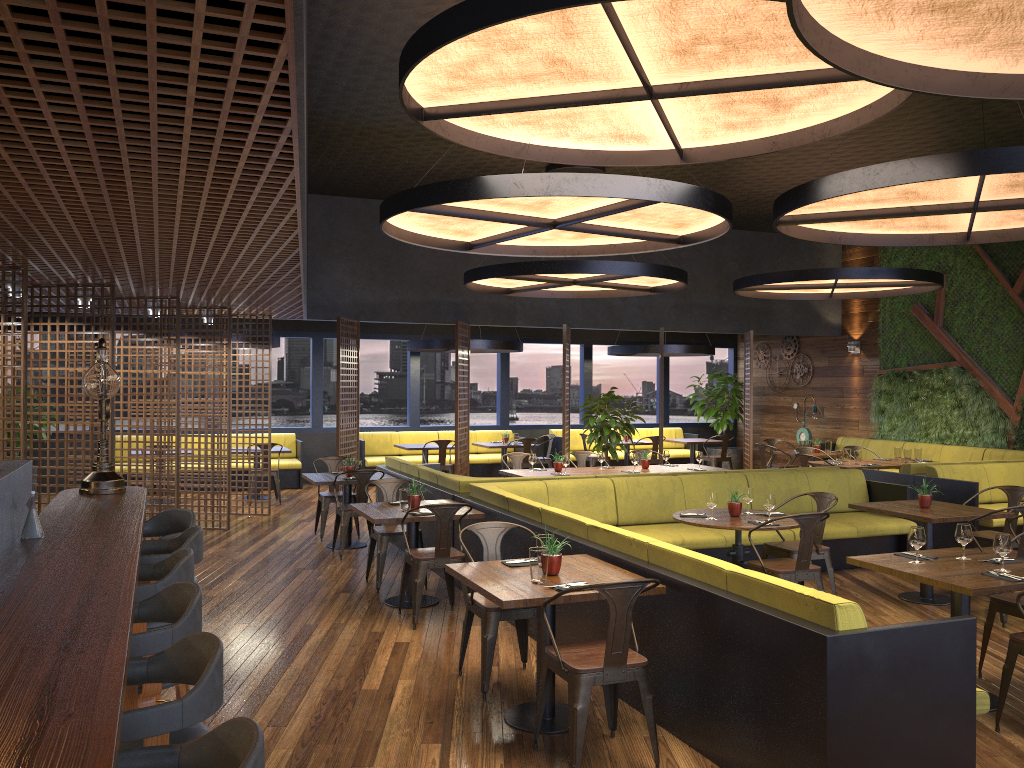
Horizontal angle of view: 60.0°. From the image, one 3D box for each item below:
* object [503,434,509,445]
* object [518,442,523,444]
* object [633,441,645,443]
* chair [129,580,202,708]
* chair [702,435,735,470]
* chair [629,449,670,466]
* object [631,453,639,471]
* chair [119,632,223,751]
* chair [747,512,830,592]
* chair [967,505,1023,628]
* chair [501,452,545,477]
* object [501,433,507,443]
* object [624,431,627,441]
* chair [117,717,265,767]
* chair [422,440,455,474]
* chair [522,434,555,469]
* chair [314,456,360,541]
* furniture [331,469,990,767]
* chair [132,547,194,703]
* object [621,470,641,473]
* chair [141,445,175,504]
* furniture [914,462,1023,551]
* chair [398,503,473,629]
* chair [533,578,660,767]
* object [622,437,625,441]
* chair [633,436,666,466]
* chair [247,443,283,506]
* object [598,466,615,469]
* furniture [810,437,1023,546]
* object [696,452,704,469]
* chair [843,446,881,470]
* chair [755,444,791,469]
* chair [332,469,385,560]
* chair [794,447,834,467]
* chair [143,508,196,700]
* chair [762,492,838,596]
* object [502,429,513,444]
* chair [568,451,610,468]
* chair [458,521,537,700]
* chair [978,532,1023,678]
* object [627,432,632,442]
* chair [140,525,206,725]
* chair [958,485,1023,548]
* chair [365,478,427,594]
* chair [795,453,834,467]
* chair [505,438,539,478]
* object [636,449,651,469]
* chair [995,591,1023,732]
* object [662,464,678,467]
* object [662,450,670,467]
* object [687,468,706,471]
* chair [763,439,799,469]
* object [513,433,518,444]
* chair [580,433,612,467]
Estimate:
[{"bbox_3d":[-0.094,0.941,15.088,0.102,0.178,0.102,0,0,-36],"label":"object"},{"bbox_3d":[0.187,1.023,15.359,0.157,0.019,0.255,0,0,-22],"label":"object"},{"bbox_3d":[2.224,1.035,15.836,0.255,0.019,0.157,0,0,-22],"label":"object"},{"bbox_3d":[-1.319,1.249,3.101,0.438,1.048,0.483,0,0,-7],"label":"chair"},{"bbox_3d":[3.728,1.358,16.031,0.504,0.917,0.541,0,0,-21],"label":"chair"},{"bbox_3d":[1.822,1.342,11.722,0.504,0.917,0.541,0,0,-21],"label":"chair"},{"bbox_3d":[1.465,0.935,10.575,0.097,0.206,0.097,0,0,24],"label":"object"},{"bbox_3d":[-1.038,1.250,2.452,0.483,1.048,0.438,0,0,29],"label":"chair"},{"bbox_3d":[1.958,1.337,6.311,0.504,0.917,0.541,0,0,-21],"label":"chair"},{"bbox_3d":[3.781,1.348,6.822,0.504,0.917,0.541,0,0,-21],"label":"chair"},{"bbox_3d":[0.143,1.331,11.054,0.504,0.917,0.541,0,0,-21],"label":"chair"},{"bbox_3d":[-0.134,0.941,15.445,0.102,0.178,0.102,0,0,-36],"label":"object"},{"bbox_3d":[2.088,0.909,16.138,0.238,0.271,0.260,0,0,0],"label":"object"},{"bbox_3d":[-0.730,1.251,1.784,0.438,1.048,0.483,0,0,7],"label":"chair"},{"bbox_3d":[-1.164,1.327,14.088,0.504,0.917,0.541,0,0,-21],"label":"chair"},{"bbox_3d":[0.477,1.338,15.479,0.541,0.917,0.504,0,0,-21],"label":"chair"},{"bbox_3d":[-2.045,1.317,10.335,0.504,0.917,0.541,0,0,-21],"label":"chair"},{"bbox_3d":[1.784,1.341,7.854,4.895,0.914,7.462,0,0,-27],"label":"furniture"},{"bbox_3d":[-1.610,1.248,3.821,0.483,1.048,0.438,0,0,40],"label":"chair"},{"bbox_3d":[1.383,1.028,10.420,0.157,0.019,0.255,0,0,-21],"label":"object"},{"bbox_3d":[-4.986,1.302,12.570,0.504,0.917,0.541,0,0,-21],"label":"chair"},{"bbox_3d":[6.895,1.372,8.439,3.372,0.914,4.503,0,0,-22],"label":"furniture"},{"bbox_3d":[-0.573,1.322,6.687,0.504,0.917,0.541,0,0,-21],"label":"chair"},{"bbox_3d":[0.409,1.325,4.173,0.504,0.917,0.541,0,0,-21],"label":"chair"},{"bbox_3d":[2.079,0.955,16.321,0.102,0.178,0.102,0,0,-36],"label":"object"},{"bbox_3d":[2.399,1.349,15.503,0.504,0.917,0.541,0,0,-21],"label":"chair"},{"bbox_3d":[-3.657,1.311,13.098,0.504,0.917,0.541,0,0,-21],"label":"chair"},{"bbox_3d":[1.168,1.027,10.943,0.157,0.019,0.255,0,0,-21],"label":"object"},{"bbox_3d":[5.186,1.366,12.749,3.378,0.916,4.755,0,0,-22],"label":"furniture"},{"bbox_3d":[2.310,0.940,10.910,0.097,0.206,0.097,0,0,24],"label":"object"},{"bbox_3d":[5.057,1.362,12.747,0.504,0.917,0.541,0,0,-21],"label":"chair"},{"bbox_3d":[3.961,1.356,13.415,0.541,0.917,0.504,0,0,-21],"label":"chair"},{"bbox_3d":[-1.593,1.319,9.195,0.504,0.917,0.541,0,0,-21],"label":"chair"},{"bbox_3d":[4.249,1.357,12.427,0.504,0.917,0.541,0,0,-21],"label":"chair"},{"bbox_3d":[-2.005,1.247,4.967,0.438,1.048,0.483,0,0,-30],"label":"chair"},{"bbox_3d":[2.313,1.340,7.120,0.541,0.917,0.504,0,0,-21],"label":"chair"},{"bbox_3d":[-0.104,0.895,15.272,0.238,0.271,0.260,0,0,0],"label":"object"},{"bbox_3d":[0.985,1.336,11.389,0.504,0.917,0.541,0,0,-21],"label":"chair"},{"bbox_3d":[-0.050,1.324,5.331,0.504,0.917,0.541,0,0,-21],"label":"chair"},{"bbox_3d":[3.189,1.343,5.333,0.541,0.917,0.504,0,0,-21],"label":"chair"},{"bbox_3d":[2.118,0.955,15.965,0.102,0.178,0.102,0,0,-36],"label":"object"},{"bbox_3d":[-1.778,1.248,4.423,0.438,1.048,0.483,0,0,7],"label":"chair"},{"bbox_3d":[4.189,1.352,7.681,0.541,0.917,0.504,0,0,-21],"label":"chair"},{"bbox_3d":[-1.032,1.321,7.845,0.504,0.917,0.541,0,0,-21],"label":"chair"},{"bbox_3d":[3.961,1.354,11.496,0.541,0.917,0.504,0,0,-21],"label":"chair"},{"bbox_3d":[0.165,1.335,14.616,0.504,0.917,0.541,0,0,-21],"label":"chair"},{"bbox_3d":[1.628,0.901,10.871,0.238,0.271,0.260,0,0,0],"label":"object"},{"bbox_3d":[2.807,1.340,4.429,0.504,0.917,0.541,0,0,-21],"label":"chair"},{"bbox_3d":[2.012,1.033,11.279,0.157,0.019,0.255,0,0,-21],"label":"object"},{"bbox_3d":[1.932,0.938,11.125,0.097,0.206,0.097,0,0,24],"label":"object"},{"bbox_3d":[2.228,1.033,10.756,0.157,0.019,0.255,0,0,-21],"label":"object"},{"bbox_3d":[4.362,1.360,14.377,0.504,0.917,0.541,0,0,-21],"label":"chair"},{"bbox_3d":[0.060,0.942,15.253,0.102,0.178,0.102,0,0,-36],"label":"object"},{"bbox_3d":[1.491,1.344,15.947,0.541,0.917,0.504,0,0,-21],"label":"chair"}]
